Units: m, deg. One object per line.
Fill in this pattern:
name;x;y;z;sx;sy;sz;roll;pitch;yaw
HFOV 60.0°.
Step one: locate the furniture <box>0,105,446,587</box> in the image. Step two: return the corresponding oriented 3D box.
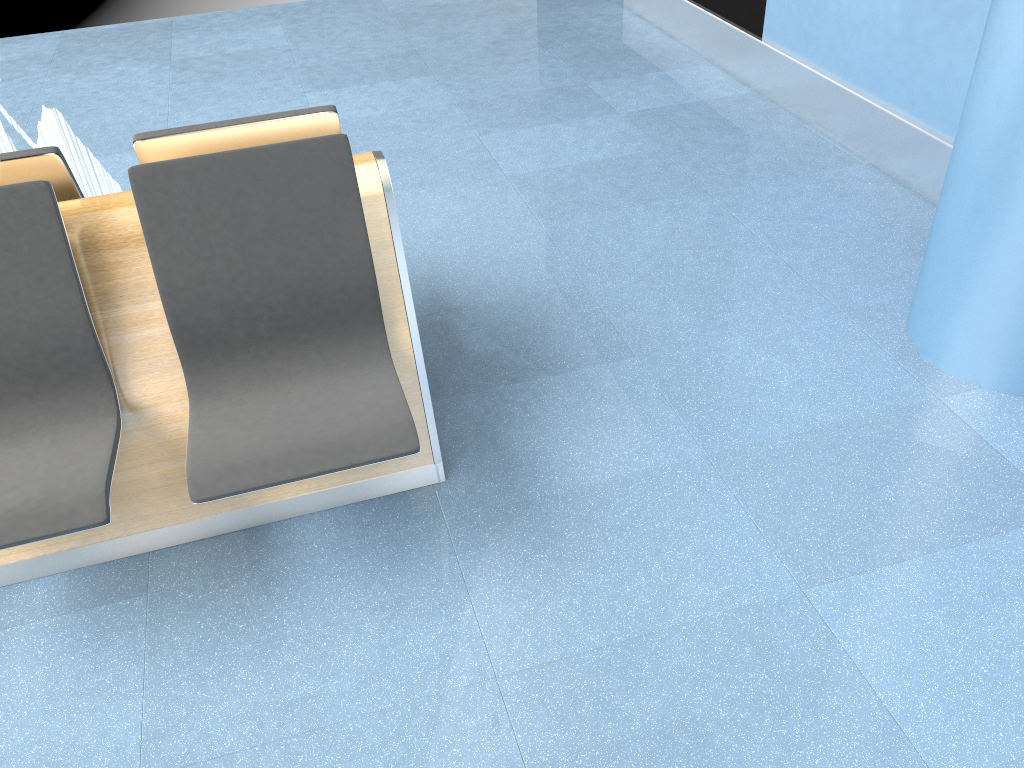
furniture;-1.397;-0.062;2.189;2.281;0.896;1.301;-12;38;-11
